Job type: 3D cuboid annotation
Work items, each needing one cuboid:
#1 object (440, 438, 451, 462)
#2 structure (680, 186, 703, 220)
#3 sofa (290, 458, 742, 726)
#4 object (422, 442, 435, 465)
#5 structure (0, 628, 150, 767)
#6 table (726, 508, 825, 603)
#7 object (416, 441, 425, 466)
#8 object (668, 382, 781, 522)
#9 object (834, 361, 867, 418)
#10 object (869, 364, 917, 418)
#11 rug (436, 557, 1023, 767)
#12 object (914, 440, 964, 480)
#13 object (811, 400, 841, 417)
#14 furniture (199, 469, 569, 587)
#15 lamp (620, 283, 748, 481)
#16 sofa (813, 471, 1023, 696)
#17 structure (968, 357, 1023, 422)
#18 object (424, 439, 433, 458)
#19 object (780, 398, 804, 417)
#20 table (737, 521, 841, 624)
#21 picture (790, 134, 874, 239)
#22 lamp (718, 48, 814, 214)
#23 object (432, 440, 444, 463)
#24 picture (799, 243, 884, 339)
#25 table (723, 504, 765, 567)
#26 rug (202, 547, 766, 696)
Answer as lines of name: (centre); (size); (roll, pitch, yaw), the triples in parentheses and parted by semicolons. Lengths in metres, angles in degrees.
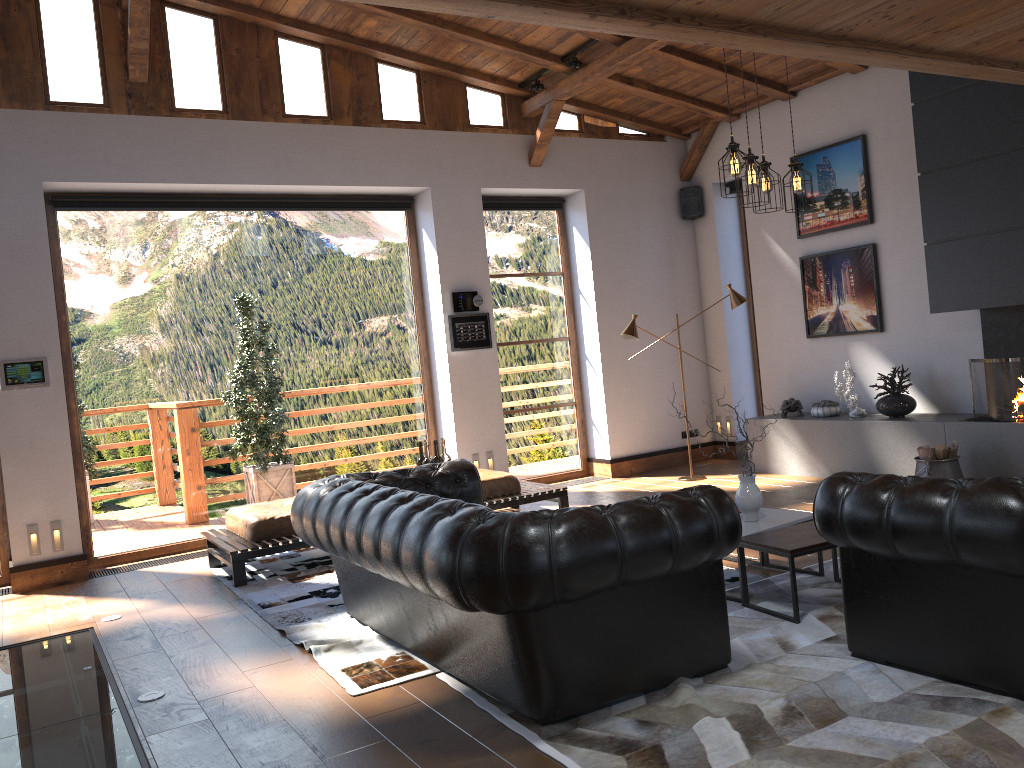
object: (-0.453, 0.506, 5.976); (0.088, 0.286, 0.087); (-6, 1, -20)
structure: (2.028, -2.041, 10.001); (0.216, 0.349, 0.211); (-6, 1, -30)
sofa: (-0.179, 0.858, 4.341); (1.253, 0.838, 2.538); (-7, 2, -31)
object: (-0.547, 0.521, 5.801); (0.086, 0.286, 0.088); (-5, 1, 37)
structure: (-7.713, 1.655, 3.652); (11.149, 6.397, 9.110); (-7, 2, -30)
table: (1.339, 0.929, 4.888); (0.658, 0.350, 0.395); (-7, 2, -35)
object: (-0.594, 0.523, 5.891); (0.087, 0.286, 0.088); (-5, 1, 10)
object: (1.240, 0.357, 4.898); (0.625, 0.808, 0.403); (-6, 1, -19)
object: (3.064, 0.052, 8.074); (0.256, 0.532, 0.432); (-5, 1, 29)
object: (3.338, 0.062, 7.734); (0.334, 0.455, 0.341); (-6, 1, -5)
rug: (1.965, 1.054, 3.918); (4.089, 0.053, 2.406); (-7, 2, -30)
object: (3.267, 0.657, 6.797); (0.385, 0.431, 0.383); (-6, 1, -4)
object: (2.980, 0.230, 8.435); (0.261, 0.160, 0.278); (-6, 2, -28)
furniture: (-1.011, 1.054, 7.246); (2.790, 0.436, 1.163); (-7, 2, -30)
lamp: (1.715, 0.008, 8.766); (1.328, 1.898, 0.525); (-6, 1, -10)
sofa: (2.618, 0.599, 3.783); (2.595, 0.838, 1.226); (-7, 2, -31)
structure: (3.842, 0.052, 6.627); (0.185, 0.514, 0.972); (-6, 2, -30)
object: (-0.569, 0.517, 5.981); (0.088, 0.286, 0.087); (-6, 1, -18)
object: (2.768, 0.229, 8.765); (0.225, 0.183, 0.408); (-5, 2, 14)
table: (1.532, 0.923, 4.478); (0.657, 0.350, 0.396); (-6, 2, -25)
picture: (3.031, -1.859, 8.455); (0.036, 0.816, 0.870); (-6, 2, -30)
lamp: (1.422, -2.148, 5.349); (0.813, 2.201, 0.258); (-7, 1, -39)
object: (-0.497, 0.513, 5.887); (0.086, 0.286, 0.089); (-5, 1, 38)
picture: (3.129, -0.869, 8.474); (0.036, 0.816, 0.870); (-6, 2, -30)
table: (1.102, 0.942, 5.251); (0.657, 0.350, 0.396); (-7, 2, -30)
rug: (-0.528, 1.236, 6.035); (2.458, 0.053, 3.767); (-7, 2, -29)
